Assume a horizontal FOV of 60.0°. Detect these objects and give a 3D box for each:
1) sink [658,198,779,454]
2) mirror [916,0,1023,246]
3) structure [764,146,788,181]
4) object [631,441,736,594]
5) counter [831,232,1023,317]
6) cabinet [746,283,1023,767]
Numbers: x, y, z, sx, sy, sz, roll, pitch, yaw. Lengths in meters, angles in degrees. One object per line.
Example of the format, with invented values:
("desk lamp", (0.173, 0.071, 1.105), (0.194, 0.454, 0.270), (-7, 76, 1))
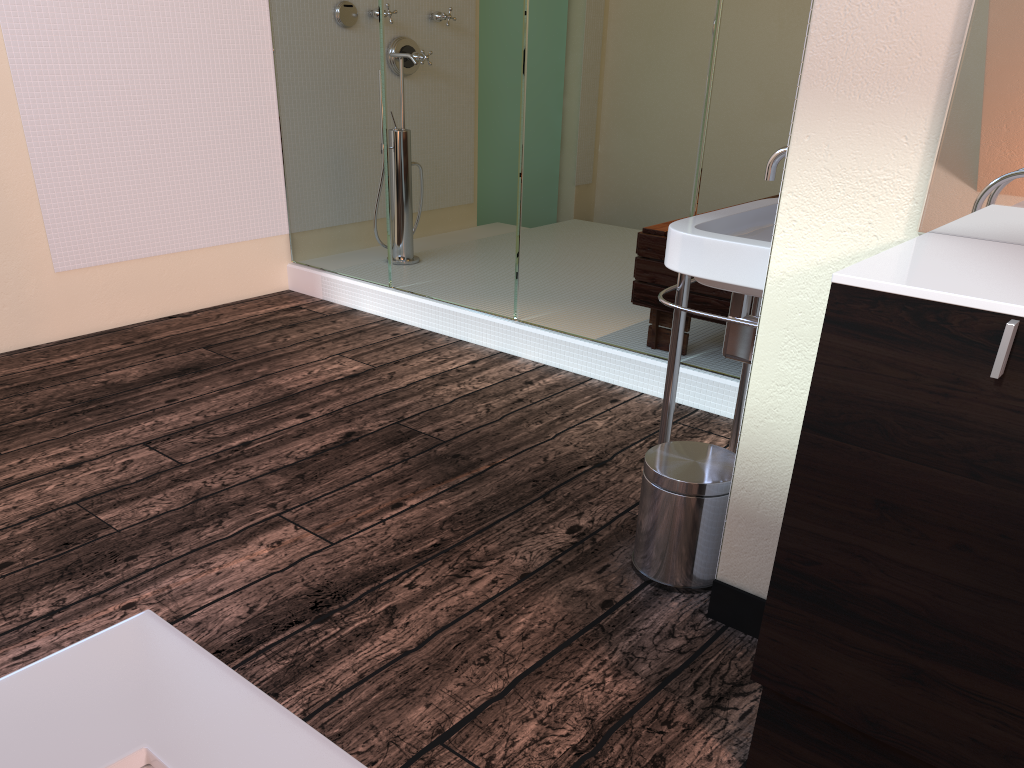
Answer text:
("sink", (0.603, -0.044, 2.125), (0.344, 0.797, 0.675), (21, 30, 35))
("mirror", (1.875, -0.666, 0.021), (3.213, 1.872, 0.011), (20, 30, 35))
("structure", (0.643, -0.522, 1.849), (0.235, 0.124, 0.295), (20, 29, 35))
("object", (0.390, 0.326, 1.974), (0.223, 0.311, 0.219), (3, 24, 4))
("counter", (1.185, 0.197, 0.700), (1.843, 0.300, 0.438), (19, 29, 35))
("cabinet", (1.195, 0.490, 0.859), (1.843, 0.937, 0.382), (20, 30, 35))
